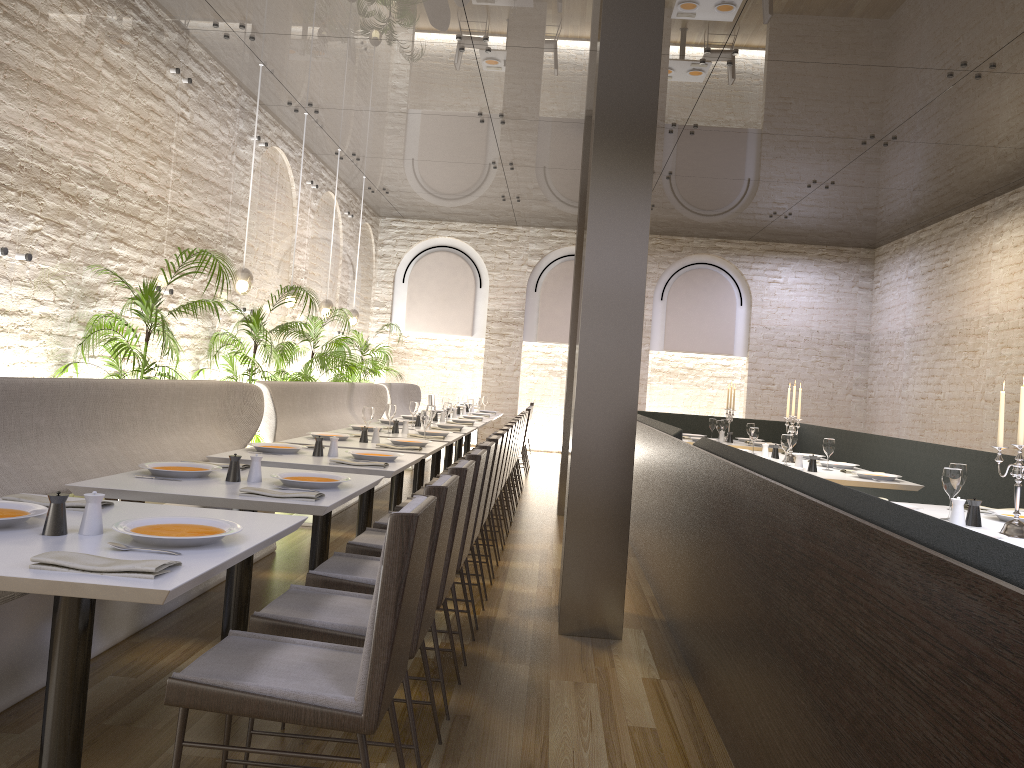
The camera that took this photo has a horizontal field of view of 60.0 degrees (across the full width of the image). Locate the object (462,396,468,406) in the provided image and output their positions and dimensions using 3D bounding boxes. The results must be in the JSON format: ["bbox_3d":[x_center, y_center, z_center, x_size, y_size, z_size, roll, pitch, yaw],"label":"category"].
[{"bbox_3d":[-0.675,0.282,12.609,0.086,0.231,0.086,3,-2,33],"label":"object"}]

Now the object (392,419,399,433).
[{"bbox_3d":[-0.924,0.336,7.050,0.059,0.109,0.059,4,-2,-5],"label":"object"}]

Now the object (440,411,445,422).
[{"bbox_3d":[-0.737,0.344,9.420,0.059,0.109,0.059,4,-2,-5],"label":"object"}]

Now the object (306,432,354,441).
[{"bbox_3d":[-1.225,0.355,5.968,0.322,0.036,0.321,4,0,38],"label":"object"}]

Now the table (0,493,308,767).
[{"bbox_3d":[-1.163,0.764,2.311,0.936,0.761,1.009,4,-1,3],"label":"table"}]

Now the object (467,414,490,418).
[{"bbox_3d":[-0.426,0.410,11.284,0.273,0.033,0.142,4,0,3],"label":"object"}]

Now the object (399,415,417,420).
[{"bbox_3d":[-1.052,0.361,9.457,0.321,0.036,0.321,4,0,-19],"label":"object"}]

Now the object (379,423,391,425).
[{"bbox_3d":[-1.124,0.368,8.105,0.185,0.010,0.017,4,0,3],"label":"object"}]

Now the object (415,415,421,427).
[{"bbox_3d":[-0.867,0.337,8.209,0.059,0.109,0.059,4,-2,-5],"label":"object"}]

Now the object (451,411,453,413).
[{"bbox_3d":[-0.907,0.373,12.013,0.273,0.033,0.142,4,0,3],"label":"object"}]

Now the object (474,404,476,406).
[{"bbox_3d":[-0.776,0.374,16.020,0.273,0.033,0.142,4,0,3],"label":"object"}]

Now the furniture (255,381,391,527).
[{"bbox_3d":[-1.587,0.551,8.723,0.709,1.098,4.470,4,0,3],"label":"furniture"}]

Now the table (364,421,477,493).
[{"bbox_3d":[-0.868,0.773,8.259,0.936,0.761,1.009,4,-1,3],"label":"table"}]

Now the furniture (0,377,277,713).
[{"bbox_3d":[-1.816,0.544,4.093,0.709,1.098,4.470,4,0,3],"label":"furniture"}]

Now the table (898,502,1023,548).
[{"bbox_3d":[1.953,0.990,3.285,1.100,0.761,2.535,4,0,3],"label":"table"}]

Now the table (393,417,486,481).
[{"bbox_3d":[-0.810,0.775,9.427,0.936,0.761,1.009,4,-1,3],"label":"table"}]

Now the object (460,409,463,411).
[{"bbox_3d":[-0.851,0.375,13.151,0.273,0.033,0.142,4,0,3],"label":"object"}]

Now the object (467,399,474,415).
[{"bbox_3d":[-0.509,0.298,10.828,0.086,0.231,0.086,3,-2,33],"label":"object"}]

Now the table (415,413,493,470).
[{"bbox_3d":[-0.754,0.777,10.543,0.936,0.761,1.009,4,-1,3],"label":"table"}]

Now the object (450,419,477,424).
[{"bbox_3d":[-0.516,0.400,9.426,0.321,0.036,0.321,4,0,-19],"label":"object"}]

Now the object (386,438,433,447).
[{"bbox_3d":[-0.689,0.394,5.938,0.322,0.036,0.321,4,0,38],"label":"object"}]

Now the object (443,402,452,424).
[{"bbox_3d":[-0.623,0.295,8.526,0.086,0.231,0.086,2,-3,45],"label":"object"}]

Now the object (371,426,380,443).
[{"bbox_3d":[-0.910,0.339,5.931,0.059,0.109,0.059,4,-2,11],"label":"object"}]

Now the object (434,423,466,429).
[{"bbox_3d":[-0.574,0.398,8.258,0.321,0.036,0.321,4,0,-19],"label":"object"}]

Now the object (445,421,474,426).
[{"bbox_3d":[-0.536,0.406,9.067,0.273,0.033,0.142,4,0,3],"label":"object"}]

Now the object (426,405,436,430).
[{"bbox_3d":[-0.680,0.293,7.393,0.086,0.231,0.086,4,-2,9],"label":"object"}]

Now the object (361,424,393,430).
[{"bbox_3d":[-1.133,0.366,7.469,0.273,0.033,0.142,4,0,3],"label":"object"}]

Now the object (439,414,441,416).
[{"bbox_3d":[-0.962,0.371,10.912,0.273,0.033,0.142,4,0,3],"label":"object"}]

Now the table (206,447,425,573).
[{"bbox_3d":[-1.039,0.768,4.808,0.936,0.761,1.009,4,-1,3],"label":"table"}]

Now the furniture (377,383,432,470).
[{"bbox_3d":[-1.404,0.557,12.392,0.707,1.099,2.581,4,0,3],"label":"furniture"}]

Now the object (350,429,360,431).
[{"bbox_3d":[-1.181,0.367,6.945,0.185,0.010,0.017,4,0,3],"label":"object"}]

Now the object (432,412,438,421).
[{"bbox_3d":[-0.809,0.339,9.378,0.059,0.109,0.059,4,-2,-5],"label":"object"}]

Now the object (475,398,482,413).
[{"bbox_3d":[-0.455,0.300,11.923,0.086,0.231,0.086,3,-2,33],"label":"object"}]

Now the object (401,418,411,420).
[{"bbox_3d":[-1.066,0.370,9.273,0.185,0.010,0.017,4,0,3],"label":"object"}]

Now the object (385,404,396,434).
[{"bbox_3d":[-0.956,0.273,6.954,0.086,0.231,0.086,6,-3,-39],"label":"object"}]

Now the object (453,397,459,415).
[{"bbox_3d":[-0.731,0.281,11.484,0.086,0.231,0.086,3,-2,33],"label":"object"}]

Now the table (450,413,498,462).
[{"bbox_3d":[-0.700,0.779,11.644,0.936,0.761,1.009,4,-1,3],"label":"table"}]

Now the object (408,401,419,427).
[{"bbox_3d":[-0.900,0.275,8.087,0.086,0.231,0.086,2,-3,45],"label":"object"}]

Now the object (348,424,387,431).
[{"bbox_3d":[-1.167,0.357,7.129,0.321,0.036,0.321,4,0,-15],"label":"object"}]

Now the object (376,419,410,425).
[{"bbox_3d":[-1.110,0.359,8.288,0.321,0.036,0.321,4,0,-19],"label":"object"}]

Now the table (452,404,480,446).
[{"bbox_3d":[-0.568,0.780,15.650,0.936,0.761,1.009,4,-1,3],"label":"table"}]

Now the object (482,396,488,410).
[{"bbox_3d":[-0.399,0.302,13.048,0.086,0.231,0.086,3,-2,33],"label":"object"}]

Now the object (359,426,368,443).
[{"bbox_3d":[-0.982,0.334,5.889,0.059,0.109,0.059,4,-2,11],"label":"object"}]

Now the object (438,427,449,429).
[{"bbox_3d":[-0.589,0.405,8.075,0.181,0.015,0.038,4,0,4],"label":"object"}]

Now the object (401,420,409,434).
[{"bbox_3d":[-0.852,0.341,7.092,0.059,0.109,0.059,4,-2,-5],"label":"object"}]

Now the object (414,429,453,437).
[{"bbox_3d":[-0.632,0.396,7.099,0.321,0.036,0.321,4,0,-15],"label":"object"}]

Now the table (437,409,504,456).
[{"bbox_3d":[-0.643,0.780,12.782,0.936,0.761,1.009,4,-1,3],"label":"table"}]

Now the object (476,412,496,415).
[{"bbox_3d":[-0.370,0.411,12.422,0.273,0.033,0.142,4,0,3],"label":"object"}]

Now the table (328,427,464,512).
[{"bbox_3d":[-0.925,0.771,7.100,0.936,0.761,1.009,4,-1,3],"label":"table"}]

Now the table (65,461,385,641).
[{"bbox_3d":[-1.101,0.766,3.560,0.936,0.761,1.009,4,-1,3],"label":"table"}]

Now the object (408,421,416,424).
[{"bbox_3d":[-1.075,0.368,8.628,0.273,0.033,0.142,4,0,3],"label":"object"}]

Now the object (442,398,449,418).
[{"bbox_3d":[-0.785,0.279,10.389,0.086,0.231,0.086,3,-2,33],"label":"object"}]

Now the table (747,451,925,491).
[{"bbox_3d":[2.135,0.996,6.962,1.100,0.761,2.535,4,0,3],"label":"table"}]

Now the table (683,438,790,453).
[{"bbox_3d":[2.262,1.000,9.513,1.100,0.761,1.187,4,-1,3],"label":"table"}]

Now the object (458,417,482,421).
[{"bbox_3d":[-0.481,0.408,10.183,0.273,0.033,0.142,4,0,3],"label":"object"}]

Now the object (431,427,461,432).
[{"bbox_3d":[-0.594,0.404,7.899,0.273,0.033,0.142,4,0,3],"label":"object"}]

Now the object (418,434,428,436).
[{"bbox_3d":[-0.646,0.403,6.916,0.181,0.015,0.038,4,0,4],"label":"object"}]

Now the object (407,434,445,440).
[{"bbox_3d":[-0.652,0.403,6.740,0.273,0.033,0.142,4,0,3],"label":"object"}]

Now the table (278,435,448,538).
[{"bbox_3d":[-0.983,0.770,5.939,0.936,0.761,1.009,4,-1,3],"label":"table"}]
